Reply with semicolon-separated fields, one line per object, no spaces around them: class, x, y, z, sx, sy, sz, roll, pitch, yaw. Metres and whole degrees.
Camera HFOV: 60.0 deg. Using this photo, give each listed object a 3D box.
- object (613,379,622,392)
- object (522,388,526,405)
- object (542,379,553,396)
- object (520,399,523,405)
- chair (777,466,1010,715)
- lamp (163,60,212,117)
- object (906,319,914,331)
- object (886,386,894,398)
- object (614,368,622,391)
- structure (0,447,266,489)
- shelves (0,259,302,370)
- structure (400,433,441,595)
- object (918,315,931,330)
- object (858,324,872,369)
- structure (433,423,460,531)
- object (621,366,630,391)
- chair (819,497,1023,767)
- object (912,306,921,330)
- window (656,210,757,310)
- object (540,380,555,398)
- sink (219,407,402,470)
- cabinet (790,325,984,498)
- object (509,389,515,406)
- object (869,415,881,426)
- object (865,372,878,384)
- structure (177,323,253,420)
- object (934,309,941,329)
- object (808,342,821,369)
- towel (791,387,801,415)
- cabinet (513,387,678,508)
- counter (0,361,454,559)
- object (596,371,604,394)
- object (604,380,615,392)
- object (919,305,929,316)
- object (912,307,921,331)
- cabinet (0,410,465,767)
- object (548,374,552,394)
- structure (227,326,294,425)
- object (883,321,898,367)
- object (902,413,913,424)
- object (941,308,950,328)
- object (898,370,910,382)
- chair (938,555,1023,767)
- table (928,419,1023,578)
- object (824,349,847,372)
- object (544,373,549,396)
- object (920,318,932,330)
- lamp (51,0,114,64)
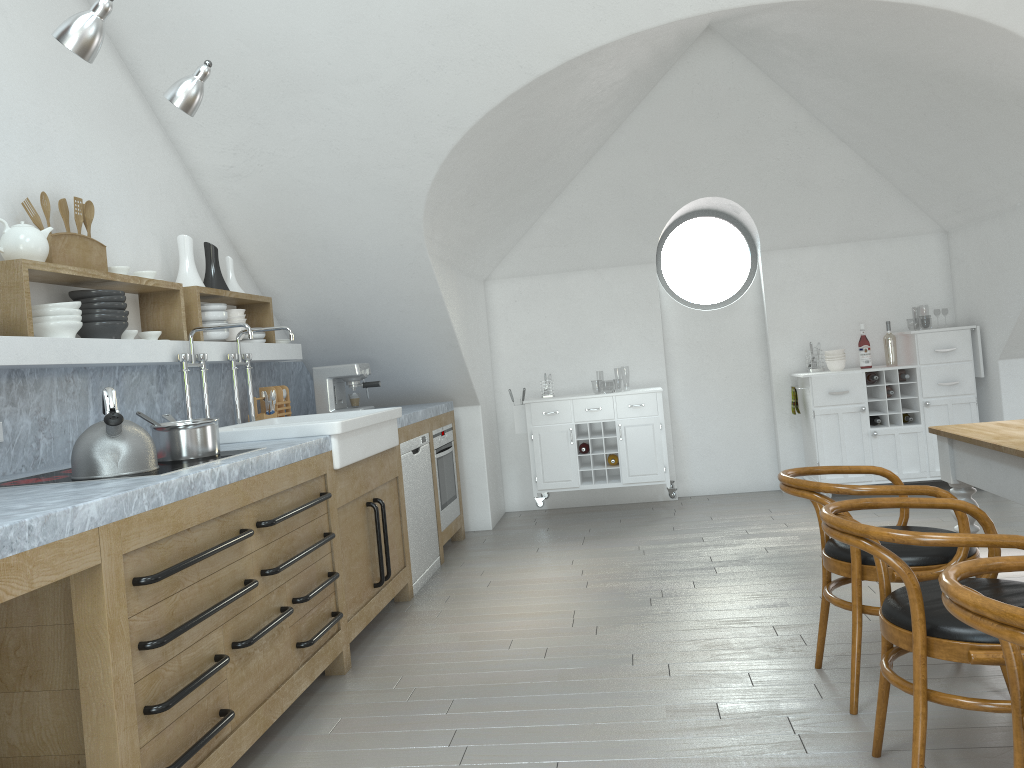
object;0.785;0.013;6.557;0.071;0.098;0.071;-5;0;31
object;0.078;0.164;6.570;0.088;0.269;0.029;-5;0;34
object;0.272;0.019;6.797;0.097;0.137;0.029;-5;0;11
object;0.080;0.224;6.599;0.038;0.262;0.038;-6;0;40
chair;1.243;0.644;2.966;0.621;0.735;0.527;-5;0;4
lamp;-1.057;-0.964;2.910;0.169;0.176;0.112;-5;0;0
object;2.949;-0.433;6.502;0.093;0.093;0.094;-5;1;40
object;2.723;0.056;6.465;0.085;0.085;0.331;-5;1;7
object;0.795;-0.030;6.626;0.054;0.179;0.054;-5;0;-15
structure;-1.260;0.293;2.909;0.647;0.041;0.738;-5;1;8
shelves;-1.679;-0.735;2.702;0.480;1.361;5.551;-5;1;2
structure;-0.807;0.743;5.108;0.598;0.823;0.724;-5;0;8
object;2.961;-0.437;6.350;0.082;0.105;0.081;-6;0;-44
object;2.586;-0.277;6.508;0.081;0.330;0.081;-5;0;3
structure;-0.714;0.621;5.858;0.630;0.636;0.632;-5;0;8
object;0.847;-0.038;6.588;0.063;0.187;0.063;-5;0;-7
chair;1.139;0.670;2.250;0.621;0.735;0.527;-5;0;11
object;2.997;-0.482;6.558;0.054;0.179;0.054;-5;0;2
window;1.557;-0.993;7.137;0.899;0.900;0.060;-5;0;7
object;0.271;0.039;6.789;0.101;0.138;0.067;-5;0;8
sink;-0.990;0.268;4.192;0.727;0.202;1.021;-5;1;8
cabinet;2.737;0.209;6.514;1.242;1.154;0.610;-5;0;7
object;0.024;0.168;6.577;0.088;0.269;0.029;-5;0;-19
object;2.670;0.257;6.470;0.156;0.085;0.331;-5;1;9
object;2.612;-0.045;6.473;0.092;0.094;0.359;-5;1;8
structure;-1.322;-0.001;4.025;0.333;0.530;0.214;-5;0;-12
object;3.079;-0.470;6.411;0.046;0.143;0.046;-5;0;19
object;2.302;-0.217;6.745;0.115;0.209;0.065;-5;0;10
towel;2.118;0.123;6.647;0.049;0.204;0.150;-5;0;8
cabinet;0.618;0.470;6.601;1.134;0.789;0.497;-5;0;7
counter;-1.320;0.027;3.173;0.961;0.619;6.579;-5;1;8
object;0.657;-0.011;6.580;0.048;0.169;0.048;-5;0;-5
object;0.723;0.020;6.623;0.094;0.093;0.093;-5;0;-5
object;3.060;-0.492;6.568;0.063;0.187;0.063;-5;0;-6
object;2.932;-0.468;6.427;0.048;0.169;0.048;-6;0;40
cabinet;-1.232;0.844;3.091;1.003;1.022;6.431;-5;1;8
object;0.289;0.004;6.777;0.039;0.164;0.024;-5;0;20
structure;-1.258;-0.018;4.509;0.333;0.530;0.214;-5;0;-12
object;2.763;-0.294;6.479;0.085;0.331;0.085;-5;0;-33
object;2.841;0.245;6.441;0.081;0.081;0.358;-5;1;5
object;3.147;-0.477;6.435;0.046;0.143;0.046;-5;0;19
object;2.816;-0.059;6.437;0.087;0.085;0.360;-5;1;8
chair;1.104;0.690;1.520;0.621;0.735;0.527;-5;0;4
table;1.922;0.575;1.682;1.018;0.799;3.350;-5;1;8
object;2.376;-0.173;6.510;0.154;0.160;0.158;-5;1;36
object;0.259;0.005;6.796;0.039;0.175;0.054;-5;0;8
object;3.002;-0.432;6.426;0.077;0.085;0.077;-5;0;15
lamp;-1.135;-0.939;2.337;0.164;0.178;0.115;-5;0;26
